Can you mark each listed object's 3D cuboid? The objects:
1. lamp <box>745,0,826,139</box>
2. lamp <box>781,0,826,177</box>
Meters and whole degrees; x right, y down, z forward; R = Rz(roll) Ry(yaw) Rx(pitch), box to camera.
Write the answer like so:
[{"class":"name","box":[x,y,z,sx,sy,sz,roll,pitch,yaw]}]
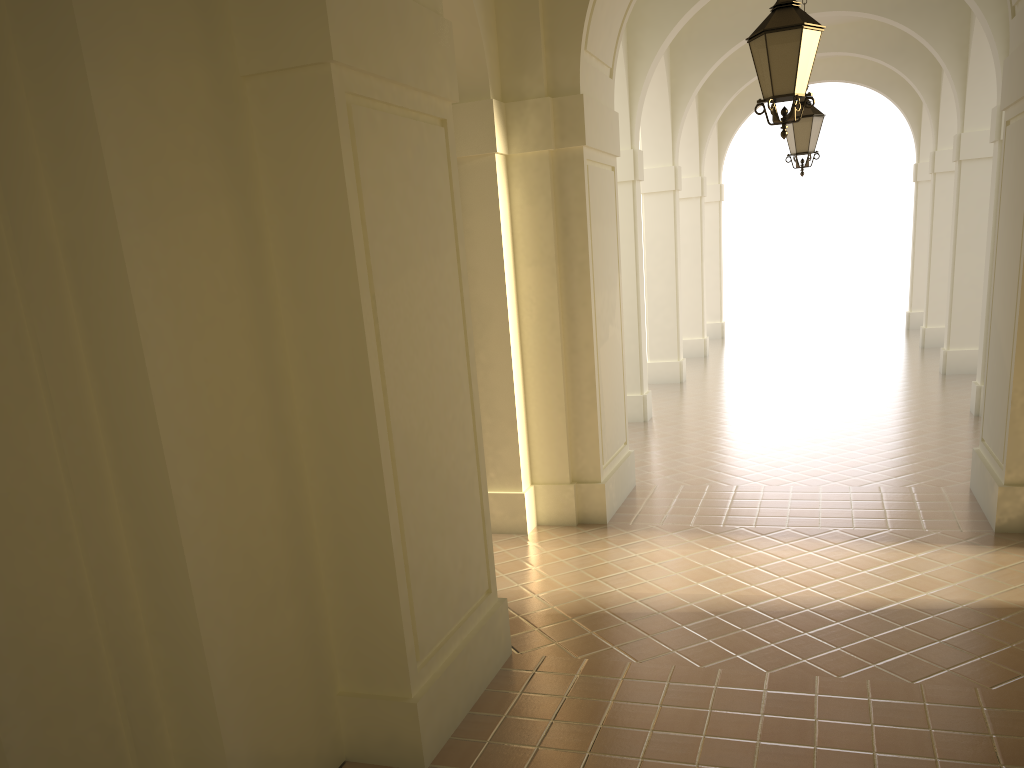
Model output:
[{"class":"lamp","box":[1.731,-3.325,5.520,0.441,3.454,0.490,-8,16,-10]},{"class":"lamp","box":[3.356,-4.141,10.048,0.509,3.454,0.424,1,17,19]}]
